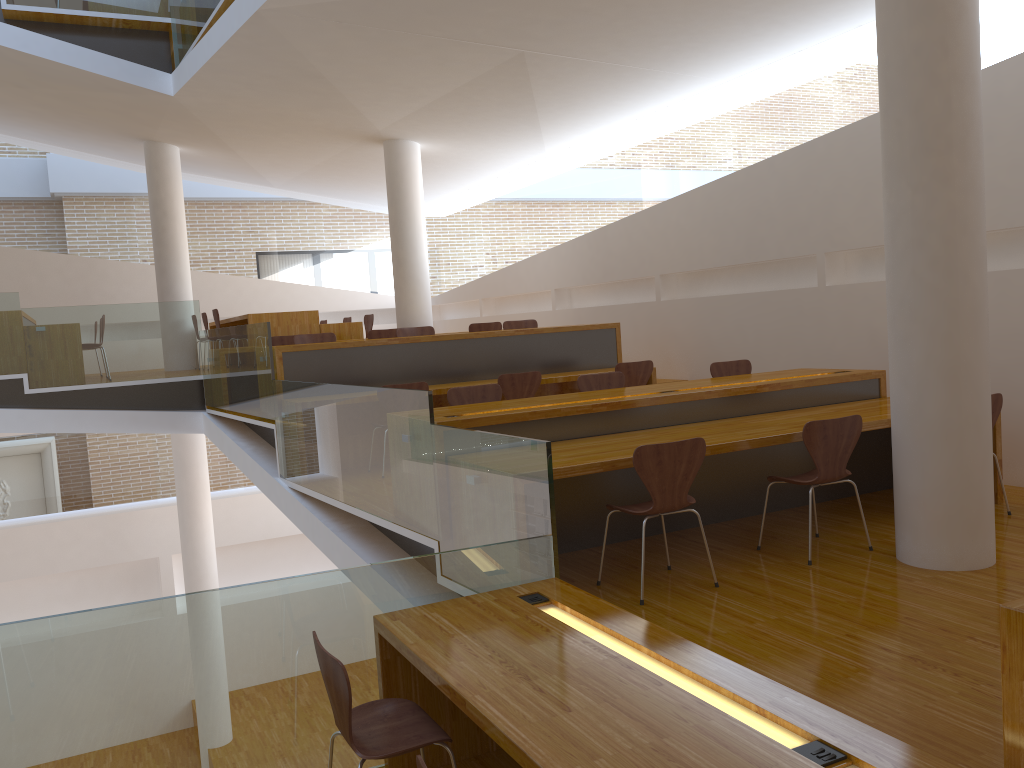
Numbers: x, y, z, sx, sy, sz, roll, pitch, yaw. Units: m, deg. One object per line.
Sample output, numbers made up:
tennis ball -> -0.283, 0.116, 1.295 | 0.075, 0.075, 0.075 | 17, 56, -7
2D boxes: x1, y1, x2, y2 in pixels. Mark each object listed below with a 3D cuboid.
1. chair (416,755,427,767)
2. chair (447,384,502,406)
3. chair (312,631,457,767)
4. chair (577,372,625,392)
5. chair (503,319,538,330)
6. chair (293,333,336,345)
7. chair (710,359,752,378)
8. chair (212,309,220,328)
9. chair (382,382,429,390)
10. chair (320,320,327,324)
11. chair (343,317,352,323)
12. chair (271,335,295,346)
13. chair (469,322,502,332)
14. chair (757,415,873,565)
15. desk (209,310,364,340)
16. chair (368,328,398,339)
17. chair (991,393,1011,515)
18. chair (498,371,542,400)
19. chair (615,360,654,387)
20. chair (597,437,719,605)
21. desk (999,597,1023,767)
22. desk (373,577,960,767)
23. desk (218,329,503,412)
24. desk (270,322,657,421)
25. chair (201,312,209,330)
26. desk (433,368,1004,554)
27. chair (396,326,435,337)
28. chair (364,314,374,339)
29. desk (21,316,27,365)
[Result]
chair -> 0.043, 1.149, 1.902 | 0.381, 0.693, 0.428 | -6, 4, -26
chair -> -0.151, 0.362, 5.672 | 0.428, 0.693, 0.381 | -6, 4, -26
chair -> -0.383, 1.118, 2.774 | 0.381, 0.693, 0.428 | -6, 4, -26
chair -> 0.719, 0.275, 6.094 | 0.428, 0.693, 0.381 | -6, 4, -26
chair -> 0.176, -0.294, 8.820 | 0.428, 0.693, 0.381 | -6, 4, -26
chair -> -1.703, -0.110, 7.952 | 0.428, 0.693, 0.381 | -6, 4, -26
chair -> 1.739, 0.176, 6.546 | 0.428, 0.693, 0.381 | -6, 4, -26
chair -> -3.093, -0.491, 9.846 | 0.381, 0.693, 0.428 | -6, 4, -26
chair -> -0.859, 0.335, 6.819 | 0.428, 0.693, 0.381 | -6, 4, -26
chair -> -2.835, -0.558, 12.689 | 0.381, 0.693, 0.428 | -6, 4, -26
chair -> -2.310, -0.525, 11.701 | 0.381, 0.693, 0.428 | -6, 4, -26
chair -> -2.191, -0.128, 8.700 | 0.428, 0.693, 0.381 | -6, 4, -26
chair -> -0.334, -0.316, 9.642 | 0.428, 0.693, 0.381 | -6, 4, -26
chair -> 1.516, 0.504, 4.496 | 0.428, 0.693, 0.381 | -6, 4, -26
desk -> -2.931, -0.475, 11.190 | 1.247, 0.762, 3.194 | -6, 4, -26
chair -> -1.320, -0.215, 9.122 | 0.428, 0.693, 0.381 | -6, 4, -26
chair -> 2.502, 0.402, 5.017 | 0.428, 0.693, 0.381 | -6, 4, -26
chair -> 0.011, 0.248, 7.241 | 0.428, 0.693, 0.381 | -6, 4, -26
chair -> 0.997, 0.147, 7.762 | 0.428, 0.693, 0.381 | -6, 4, -26
chair -> 0.646, 0.590, 4.074 | 0.428, 0.693, 0.381 | -6, 4, -26
desk -> 2.616, 0.625, 2.197 | 3.185, 0.606, 0.760 | -6, 4, -26
desk -> 0.554, 1.158, 1.973 | 0.760, 0.606, 3.185 | -6, 4, -26
desk -> -1.410, -0.194, 9.527 | 3.356, 0.606, 0.760 | -6, 4, -26
desk -> -0.428, 0.070, 7.754 | 3.216, 1.022, 1.248 | -6, 4, -26
chair -> -3.519, -0.522, 10.718 | 0.381, 0.693, 0.428 | -6, 4, -26
desk -> 1.099, 0.438, 5.207 | 3.243, 0.785, 1.527 | -6, 4, -26
chair -> -0.832, -0.197, 8.374 | 0.428, 0.693, 0.381 | -6, 4, -26
chair -> -1.884, -0.495, 10.829 | 0.381, 0.693, 0.428 | -6, 4, -26
desk -> -5.484, -0.368, 9.875 | 1.248, 0.757, 3.196 | -6, 4, -26
